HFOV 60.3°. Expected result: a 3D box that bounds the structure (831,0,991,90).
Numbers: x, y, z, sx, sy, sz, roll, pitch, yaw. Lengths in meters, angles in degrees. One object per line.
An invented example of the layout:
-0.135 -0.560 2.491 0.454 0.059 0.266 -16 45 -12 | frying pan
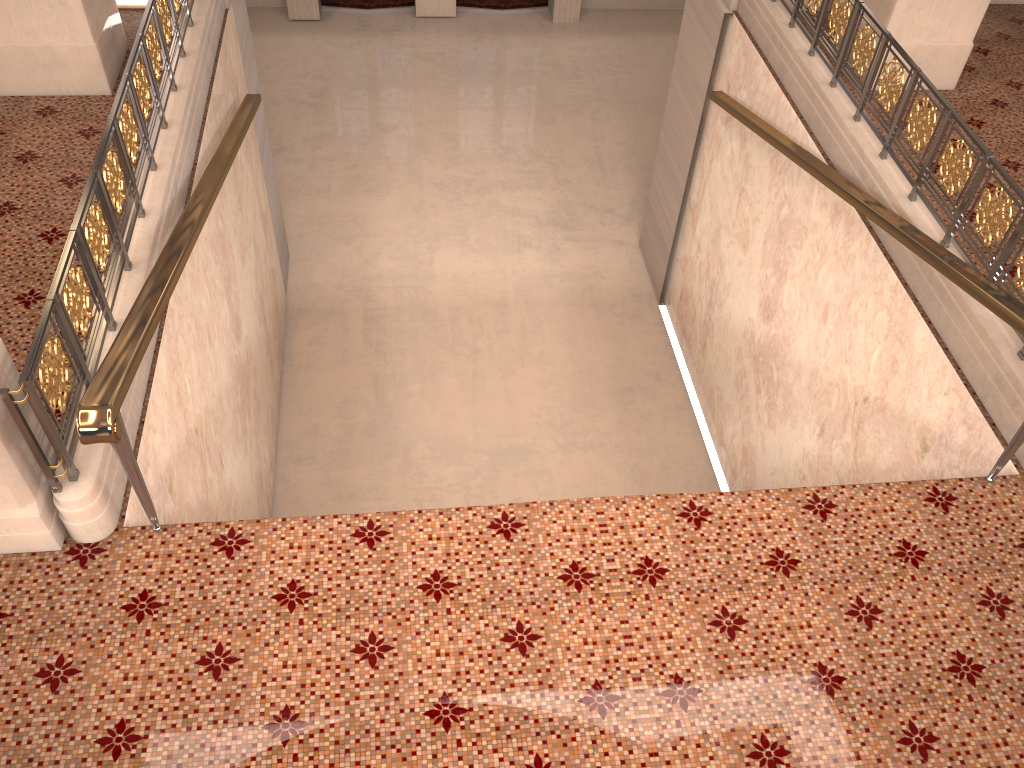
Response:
2.927 -3.396 5.570 0.700 2.950 0.662 -3 47 -6 | structure

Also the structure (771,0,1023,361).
2.226 -1.682 5.215 0.079 0.570 4.665 -4 48 -7 | structure

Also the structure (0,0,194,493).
-1.974 -1.500 4.747 0.079 0.570 4.663 -3 48 -6 | structure

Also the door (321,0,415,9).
-2.163 -6.794 12.532 1.490 2.882 0.147 -3 47 -6 | door

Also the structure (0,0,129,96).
-2.957 -3.141 4.915 0.700 2.950 0.662 -3 47 -6 | structure

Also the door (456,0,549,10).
-0.091 -6.884 12.762 1.490 2.882 0.147 -3 47 -6 | door
